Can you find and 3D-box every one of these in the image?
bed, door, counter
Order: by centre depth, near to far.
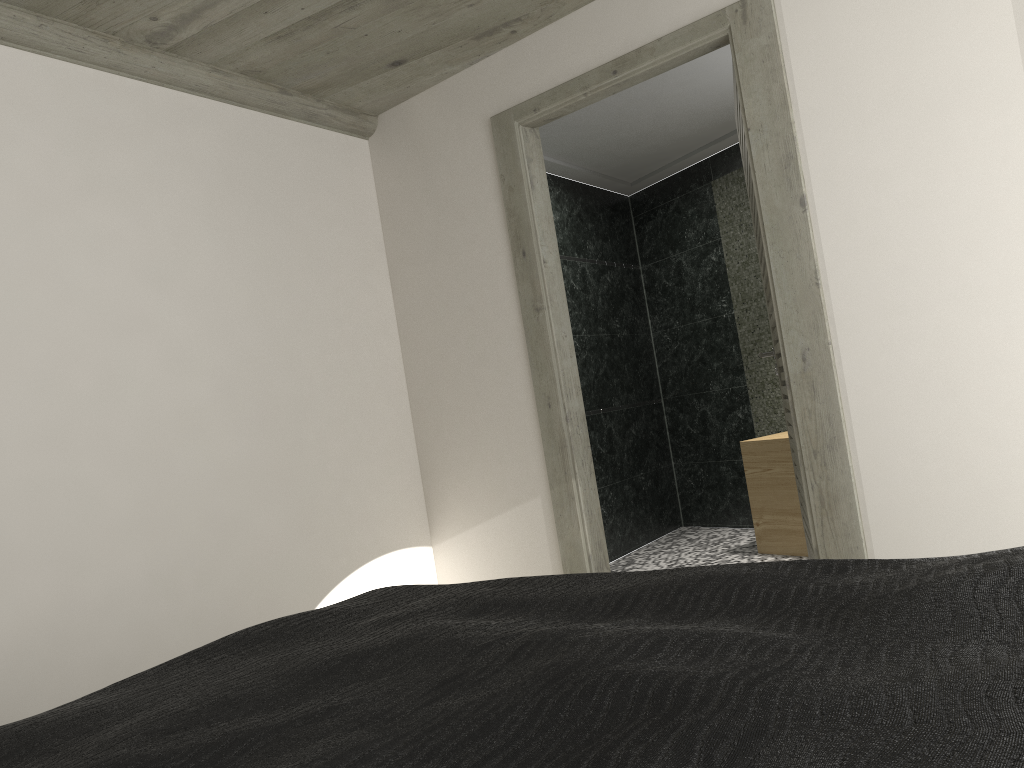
[{"bbox_3d":[-0.191,0.342,0.333,2.329,1.622,3.239,-10,-2,32],"label":"bed"},{"bbox_3d":[0.988,-0.148,4.015,1.390,2.514,1.127,-10,-2,41],"label":"door"},{"bbox_3d":[2.095,0.464,5.306,0.689,1.051,1.235,-8,-2,-31],"label":"counter"}]
